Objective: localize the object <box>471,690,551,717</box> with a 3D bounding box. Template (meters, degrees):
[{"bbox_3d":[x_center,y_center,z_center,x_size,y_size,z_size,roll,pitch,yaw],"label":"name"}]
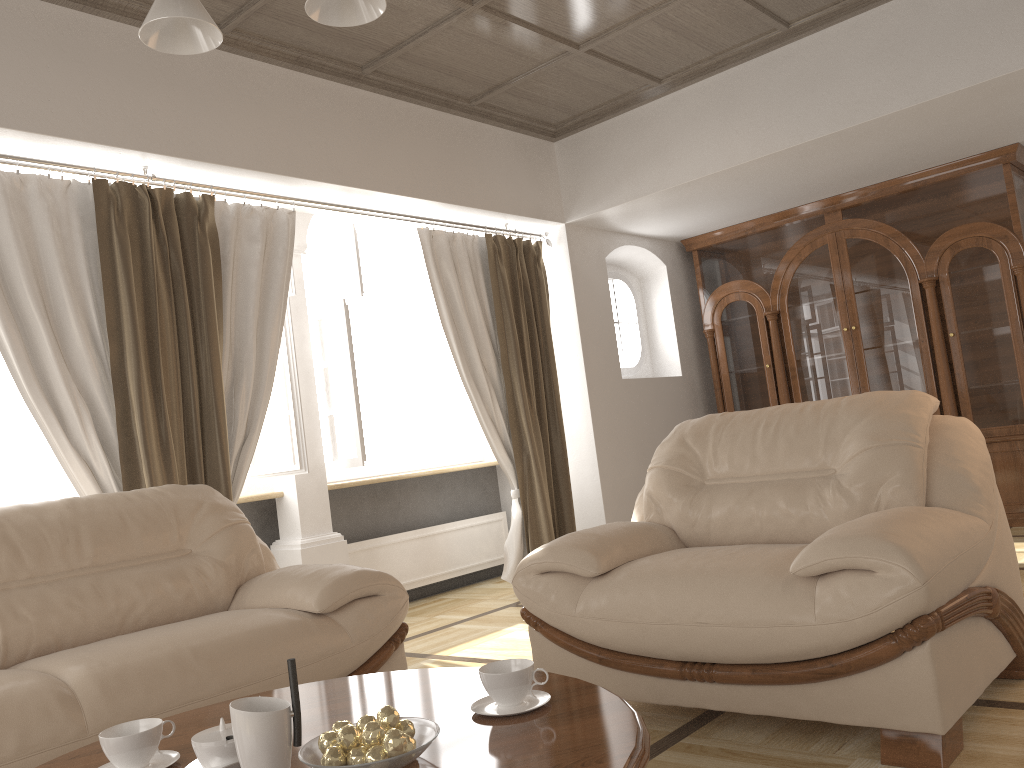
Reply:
[{"bbox_3d":[-0.002,0.594,1.644,0.150,0.010,0.150,-10,-5,31],"label":"object"}]

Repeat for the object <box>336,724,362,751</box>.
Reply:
[{"bbox_3d":[-0.258,0.562,1.409,0.038,0.039,0.040,-9,-5,26],"label":"object"}]

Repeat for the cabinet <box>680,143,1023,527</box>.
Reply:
[{"bbox_3d":[2.509,-0.157,6.240,2.360,2.298,0.587,-11,-6,41],"label":"cabinet"}]

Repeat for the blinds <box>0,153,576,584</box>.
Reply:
[{"bbox_3d":[-1.516,0.180,3.711,0.285,2.294,5.765,-11,-6,41],"label":"blinds"}]

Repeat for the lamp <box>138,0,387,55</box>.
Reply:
[{"bbox_3d":[-0.592,-1.306,1.658,0.741,1.094,0.713,-11,-6,41],"label":"lamp"}]

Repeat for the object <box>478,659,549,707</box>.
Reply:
[{"bbox_3d":[-0.004,0.559,1.643,0.105,0.071,0.114,-5,-5,-34],"label":"object"}]

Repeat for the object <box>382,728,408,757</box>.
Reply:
[{"bbox_3d":[-0.179,0.549,1.357,0.038,0.042,0.038,-4,-5,-41],"label":"object"}]

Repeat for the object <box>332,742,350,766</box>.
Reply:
[{"bbox_3d":[-0.276,0.595,1.421,0.038,0.040,0.040,-8,-4,1],"label":"object"}]

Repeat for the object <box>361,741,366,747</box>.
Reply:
[{"bbox_3d":[-0.234,0.591,1.426,0.039,0.038,0.041,-7,-4,-7],"label":"object"}]

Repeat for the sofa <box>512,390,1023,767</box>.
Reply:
[{"bbox_3d":[0.802,0.524,2.843,1.318,0.900,1.052,-11,-6,41],"label":"sofa"}]

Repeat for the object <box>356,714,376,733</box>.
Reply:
[{"bbox_3d":[-0.247,0.582,1.506,0.039,0.039,0.041,-7,-4,0],"label":"object"}]

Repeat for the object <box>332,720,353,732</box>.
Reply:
[{"bbox_3d":[-0.282,0.585,1.490,0.040,0.040,0.038,-9,-4,20],"label":"object"}]

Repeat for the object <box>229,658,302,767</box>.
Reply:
[{"bbox_3d":[-0.360,0.513,1.285,0.119,0.210,0.119,-9,-4,19],"label":"object"}]

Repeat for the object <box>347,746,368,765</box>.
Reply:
[{"bbox_3d":[-0.237,0.587,1.383,0.039,0.040,0.038,-10,-5,32],"label":"object"}]

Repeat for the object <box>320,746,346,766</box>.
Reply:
[{"bbox_3d":[-0.278,0.586,1.383,0.037,0.040,0.041,-4,-5,-36],"label":"object"}]

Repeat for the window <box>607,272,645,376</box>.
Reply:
[{"bbox_3d":[0.784,-0.447,6.615,0.050,0.784,0.600,-11,-6,41],"label":"window"}]

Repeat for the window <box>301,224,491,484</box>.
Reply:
[{"bbox_3d":[-0.621,-0.195,5.675,0.782,1.500,1.653,-11,-6,41],"label":"window"}]

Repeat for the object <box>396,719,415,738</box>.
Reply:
[{"bbox_3d":[-0.181,0.581,1.482,0.039,0.039,0.040,-4,-5,-38],"label":"object"}]

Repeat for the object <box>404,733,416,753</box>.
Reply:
[{"bbox_3d":[-0.169,0.570,1.389,0.038,0.041,0.041,-9,-5,26],"label":"object"}]

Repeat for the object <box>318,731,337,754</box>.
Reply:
[{"bbox_3d":[-0.297,0.589,1.454,0.041,0.038,0.039,-7,-4,-5],"label":"object"}]

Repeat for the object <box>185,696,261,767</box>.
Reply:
[{"bbox_3d":[-0.464,0.577,1.431,0.178,0.133,0.104,-5,-5,-34],"label":"object"}]

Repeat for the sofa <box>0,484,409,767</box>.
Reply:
[{"bbox_3d":[-1.400,0.782,2.436,1.051,0.900,2.135,-11,-6,41],"label":"sofa"}]

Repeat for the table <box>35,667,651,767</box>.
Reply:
[{"bbox_3d":[-0.330,0.828,1.481,1.167,0.392,1.169,-11,-5,37],"label":"table"}]

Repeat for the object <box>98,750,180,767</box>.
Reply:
[{"bbox_3d":[-0.660,0.674,1.553,0.150,0.010,0.150,-10,-5,27],"label":"object"}]

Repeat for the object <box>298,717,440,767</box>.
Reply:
[{"bbox_3d":[-0.227,0.593,1.428,0.227,0.039,0.227,-6,-5,-24],"label":"object"}]

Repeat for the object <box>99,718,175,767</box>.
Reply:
[{"bbox_3d":[-0.665,0.640,1.561,0.105,0.071,0.114,-8,-4,1],"label":"object"}]

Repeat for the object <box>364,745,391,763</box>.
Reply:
[{"bbox_3d":[-0.207,0.576,1.364,0.039,0.039,0.041,-9,-4,19],"label":"object"}]

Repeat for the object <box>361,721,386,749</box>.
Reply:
[{"bbox_3d":[-0.218,0.551,1.392,0.037,0.041,0.040,-5,-5,-25],"label":"object"}]

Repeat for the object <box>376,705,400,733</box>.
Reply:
[{"bbox_3d":[-0.206,0.555,1.468,0.038,0.044,0.038,-4,-6,-42],"label":"object"}]

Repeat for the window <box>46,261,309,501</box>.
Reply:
[{"bbox_3d":[-1.944,-0.131,4.191,0.784,1.500,1.759,-11,-5,40],"label":"window"}]
